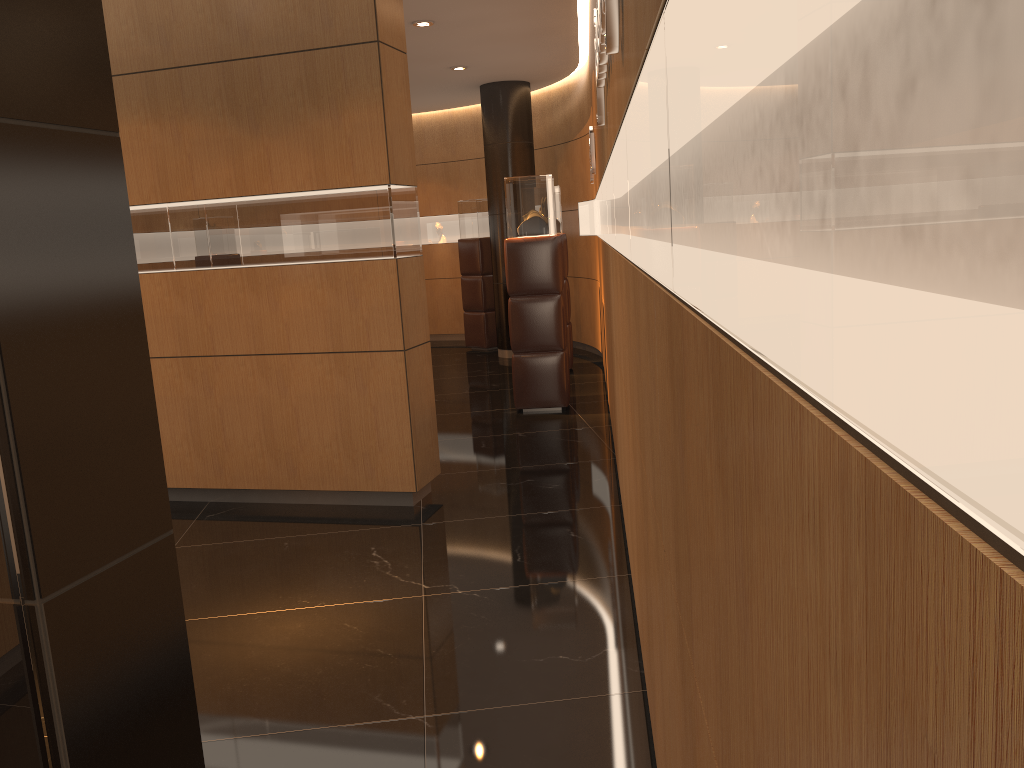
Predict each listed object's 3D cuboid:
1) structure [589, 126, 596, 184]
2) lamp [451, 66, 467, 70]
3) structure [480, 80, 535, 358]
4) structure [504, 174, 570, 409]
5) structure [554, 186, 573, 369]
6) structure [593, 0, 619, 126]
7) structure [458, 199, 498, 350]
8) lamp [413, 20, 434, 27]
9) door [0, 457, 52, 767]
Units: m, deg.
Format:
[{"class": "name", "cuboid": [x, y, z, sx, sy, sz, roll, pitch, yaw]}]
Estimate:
[{"class": "structure", "cuboid": [0.763, -2.184, 8.460, 0.034, 0.442, 2.050, -3, 10, 5]}, {"class": "lamp", "cuboid": [-0.569, -3.391, 9.444, 0.176, 0.068, 0.176, -4, 10, 0]}, {"class": "structure", "cuboid": [0.017, -2.064, 11.045, 0.613, 3.430, 0.613, -2, 10, 9]}, {"class": "structure", "cuboid": [0.213, -0.793, 7.718, 0.498, 1.968, 0.484, -3, 10, 5]}, {"class": "structure", "cuboid": [0.383, -1.141, 9.764, 0.498, 2.000, 0.484, -3, 10, 5]}, {"class": "structure", "cuboid": [0.313, -1.224, 3.049, 0.034, 0.442, 2.050, -3, 10, 5]}, {"class": "structure", "cuboid": [-0.385, -1.476, 12.007, 0.484, 2.000, 0.498, -12, 13, -40]}, {"class": "lamp", "cuboid": [-0.740, -3.023, 7.370, 0.176, 0.068, 0.176, -4, 10, 0]}, {"class": "door", "cuboid": [-1.024, -0.076, 0.316, 0.098, 3.285, 2.473, -3, 10, 5]}]
